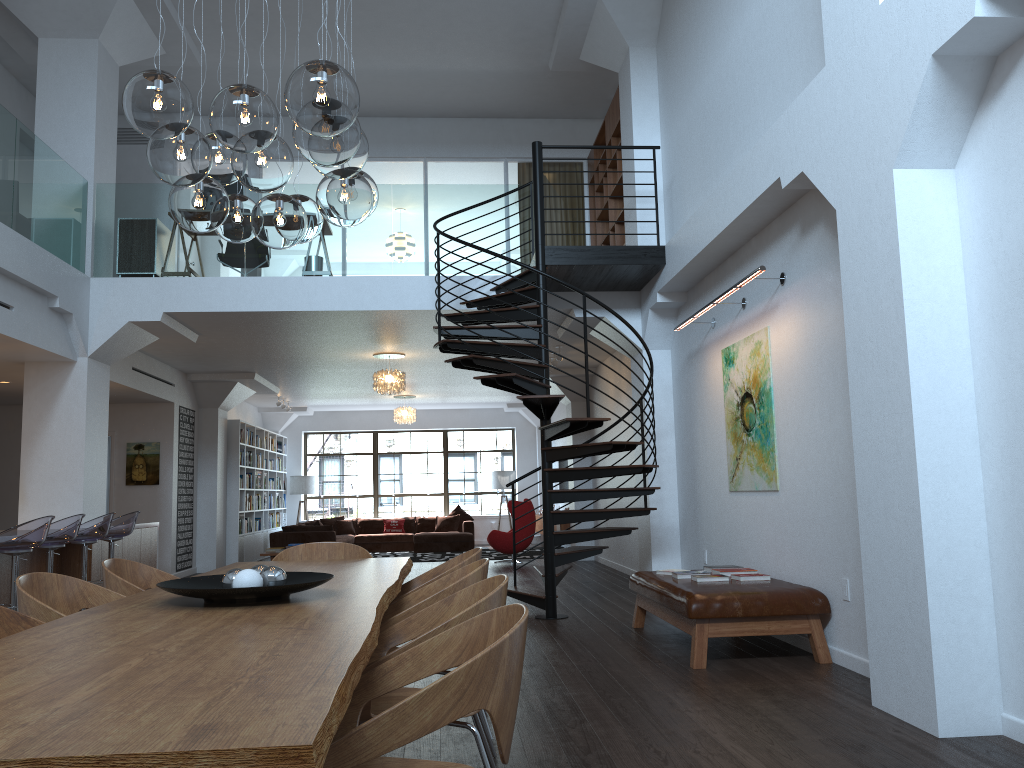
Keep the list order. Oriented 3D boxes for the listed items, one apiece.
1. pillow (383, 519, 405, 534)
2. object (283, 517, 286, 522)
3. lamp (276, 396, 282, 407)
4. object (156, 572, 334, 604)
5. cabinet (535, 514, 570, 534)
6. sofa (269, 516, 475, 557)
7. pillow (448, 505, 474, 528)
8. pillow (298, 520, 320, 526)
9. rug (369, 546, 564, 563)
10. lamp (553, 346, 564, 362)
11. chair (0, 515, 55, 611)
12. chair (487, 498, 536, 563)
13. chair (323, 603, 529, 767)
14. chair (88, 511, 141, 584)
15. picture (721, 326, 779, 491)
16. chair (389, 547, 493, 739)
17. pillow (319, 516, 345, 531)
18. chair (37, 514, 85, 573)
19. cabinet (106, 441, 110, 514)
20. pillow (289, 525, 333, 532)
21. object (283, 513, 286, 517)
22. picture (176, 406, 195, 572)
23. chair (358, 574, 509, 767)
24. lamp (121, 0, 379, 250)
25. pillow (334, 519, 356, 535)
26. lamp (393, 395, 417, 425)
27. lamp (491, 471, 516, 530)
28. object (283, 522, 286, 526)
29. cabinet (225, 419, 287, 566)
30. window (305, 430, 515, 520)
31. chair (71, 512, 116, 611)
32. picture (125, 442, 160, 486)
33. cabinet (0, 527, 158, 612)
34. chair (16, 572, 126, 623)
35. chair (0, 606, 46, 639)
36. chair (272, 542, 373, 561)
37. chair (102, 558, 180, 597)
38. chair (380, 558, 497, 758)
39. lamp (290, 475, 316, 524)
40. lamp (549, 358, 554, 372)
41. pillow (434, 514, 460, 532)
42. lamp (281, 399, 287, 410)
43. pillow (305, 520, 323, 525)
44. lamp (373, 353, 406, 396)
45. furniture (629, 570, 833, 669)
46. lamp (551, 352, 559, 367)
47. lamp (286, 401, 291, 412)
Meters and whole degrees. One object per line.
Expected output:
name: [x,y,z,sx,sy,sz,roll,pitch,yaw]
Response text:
pillow: [-2.425,2.933,18.257,0.465,0.308,0.220,0,-7,-8]
object: [-4.923,2.849,18.595,0.331,0.088,0.410,-1,-7,-5]
lamp: [-4.310,0.318,16.399,0.111,0.211,0.120,-5,-8,29]
object: [-0.919,0.713,3.083,0.592,0.066,0.592,-8,-10,43]
cabinet: [0.857,2.723,17.027,0.459,0.350,4.501,-1,-7,-5]
sofa: [-2.399,2.879,16.643,3.481,0.664,4.197,-1,-7,-5]
pillow: [-1.147,2.802,18.420,0.651,0.587,0.335,2,-8,-26]
pillow: [-3.397,2.528,15.106,0.559,0.411,0.269,-8,-9,41]
rug: [-1.000,3.121,16.207,4.200,0.007,3.100,-1,-7,-3]
lamp: [0.622,-0.398,11.626,0.120,0.211,0.111,3,-8,-30]
chair: [-3.561,1.459,6.345,0.481,1.014,0.530,-1,-7,-3]
chair: [0.000,2.362,14.338,0.801,1.006,0.798,-4,-8,21]
chair: [-0.242,0.925,1.948,0.618,0.833,0.629,-1,-7,-5]
chair: [-3.720,1.695,8.223,0.481,1.014,0.530,-1,-7,-3]
picture: [1.854,0.236,6.974,0.010,1.200,1.095,-1,-7,-5]
chair: [-0.422,1.210,4.235,0.617,0.830,0.629,-1,-7,-5]
pillow: [-3.619,2.912,18.121,0.580,0.418,0.334,3,-8,-31]
chair: [-3.638,1.538,6.968,0.481,1.014,0.530,-1,-7,-7]
cabinet: [-7.045,1.478,13.816,0.527,2.991,2.630,-1,-7,-5]
pillow: [-3.337,2.536,14.841,0.750,0.364,0.289,-1,-7,-5]
object: [-4.933,2.762,18.605,0.316,0.088,0.410,-1,-7,-5]
picture: [-4.829,1.542,13.143,0.021,2.380,0.800,-1,-7,-4]
chair: [-0.290,1.021,2.721,0.618,0.833,0.629,-1,-7,-5]
lamp: [-1.009,-1.672,3.691,0.849,2.140,1.787,-1,-7,-6]
pillow: [-3.421,2.915,18.038,0.489,0.337,0.238,3,-9,-35]
lamp: [-2.052,0.506,16.989,0.441,0.539,0.442,-7,-9,37]
lamp: [-0.166,2.677,19.201,0.545,1.579,0.545,-2,-7,6]
object: [-4.921,2.937,18.584,0.331,0.088,0.410,-1,-7,-5]
cabinet: [-4.854,2.063,16.660,0.461,2.414,4.500,-1,-7,-5]
window: [-2.261,2.018,19.840,4.648,1.905,0.114,-1,-7,-5]
chair: [-3.671,1.617,7.600,0.481,1.014,0.530,-1,-7,-7]
picture: [-5.206,1.126,12.509,0.450,0.600,0.030,-1,-7,-5]
cabinet: [-4.460,1.814,8.198,0.898,0.796,4.493,-1,-7,-5]
chair: [-1.560,1.135,3.373,0.618,0.833,0.629,-1,-7,-5]
chair: [-1.501,1.040,2.618,0.618,0.833,0.629,-1,-7,-5]
chair: [-1.060,1.315,4.938,0.629,0.833,0.618,0,-7,-10]
chair: [-1.603,1.231,4.146,0.618,0.833,0.629,-1,-7,-7]
chair: [-0.369,1.117,3.475,0.618,0.833,0.629,-1,-7,-3]
lamp: [-4.473,2.758,18.957,0.545,1.579,0.545,0,-7,-16]
lamp: [0.543,-0.271,12.639,0.111,0.211,0.120,-5,-8,29]
pillow: [-1.337,2.866,18.231,0.542,0.362,0.248,-4,-7,16]
lamp: [-4.349,0.381,16.900,0.111,0.211,0.120,-8,-10,44]
pillow: [-3.615,2.729,16.508,0.325,0.391,0.625,-3,-7,12]
lamp: [-1.658,-0.123,11.983,0.441,0.539,0.442,-7,-9,37]
furniture: [1.466,1.614,6.338,0.907,0.453,1.819,-1,-7,-5]
lamp: [0.582,-0.334,12.139,0.111,0.211,0.120,-8,-10,44]
lamp: [-4.389,0.445,17.413,0.120,0.211,0.111,3,-8,-30]
